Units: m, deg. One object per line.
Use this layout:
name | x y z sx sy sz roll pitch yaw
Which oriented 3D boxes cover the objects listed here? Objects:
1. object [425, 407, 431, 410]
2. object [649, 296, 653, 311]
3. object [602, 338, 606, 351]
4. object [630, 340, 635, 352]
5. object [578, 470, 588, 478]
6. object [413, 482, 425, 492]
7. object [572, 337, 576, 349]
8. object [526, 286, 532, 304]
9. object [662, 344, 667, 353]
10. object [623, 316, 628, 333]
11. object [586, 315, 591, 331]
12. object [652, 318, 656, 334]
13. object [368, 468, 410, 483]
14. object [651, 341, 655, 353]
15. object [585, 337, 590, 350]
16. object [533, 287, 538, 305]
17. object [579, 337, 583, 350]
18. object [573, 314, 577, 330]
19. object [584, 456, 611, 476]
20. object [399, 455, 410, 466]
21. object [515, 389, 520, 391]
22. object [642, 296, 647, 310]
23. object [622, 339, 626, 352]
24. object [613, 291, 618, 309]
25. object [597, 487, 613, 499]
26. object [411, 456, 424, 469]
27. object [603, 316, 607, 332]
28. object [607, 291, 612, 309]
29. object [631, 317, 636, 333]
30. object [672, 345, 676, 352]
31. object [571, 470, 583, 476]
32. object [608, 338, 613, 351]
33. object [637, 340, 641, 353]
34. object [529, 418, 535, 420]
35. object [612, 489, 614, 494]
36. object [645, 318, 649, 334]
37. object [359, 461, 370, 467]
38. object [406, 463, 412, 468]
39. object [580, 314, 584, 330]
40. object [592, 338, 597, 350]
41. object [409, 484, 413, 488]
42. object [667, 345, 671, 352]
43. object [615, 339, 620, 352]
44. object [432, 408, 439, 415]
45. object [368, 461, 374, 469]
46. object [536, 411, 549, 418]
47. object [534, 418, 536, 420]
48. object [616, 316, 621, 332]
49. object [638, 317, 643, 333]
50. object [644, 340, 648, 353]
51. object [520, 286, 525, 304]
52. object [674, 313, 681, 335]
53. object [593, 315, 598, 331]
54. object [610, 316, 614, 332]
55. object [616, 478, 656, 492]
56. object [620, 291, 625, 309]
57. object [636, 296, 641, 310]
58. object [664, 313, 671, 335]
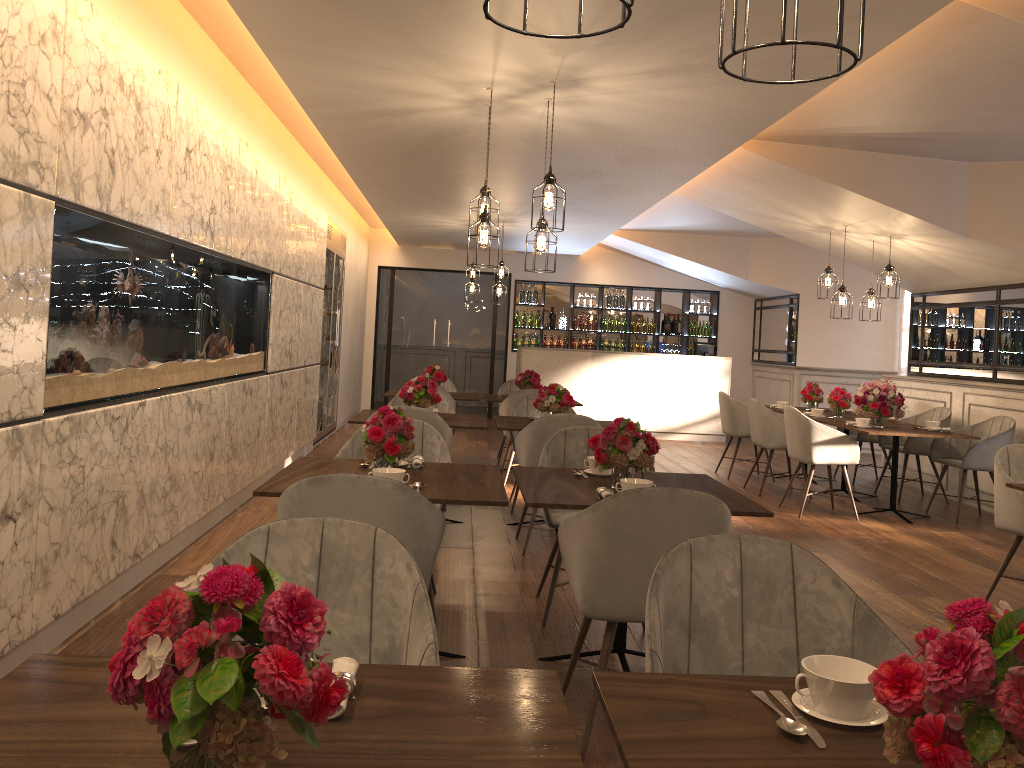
object | -0.669 0.180 6.428 0.148 0.072 0.148 5 3 39
object | 2.233 -1.291 14.213 0.070 0.236 0.041 3 0 -4
object | 1.474 -0.609 14.199 0.065 0.261 0.066 3 0 -25
object | 1.938 -0.586 14.225 0.065 0.261 0.066 3 0 -25
object | 0.314 0.395 3.879 0.022 0.004 0.211 3 3 -3
object | -0.351 0.386 3.277 0.043 0.015 0.197 3 3 0
object | 0.993 -0.632 14.171 0.065 0.261 0.066 3 0 -25
object | 0.273 -1.425 14.103 0.075 0.310 0.075 3 0 40
object | 2.453 -0.532 14.253 0.065 0.208 0.065 3 0 42
object | 1.824 -0.956 14.220 0.065 0.263 0.066 3 0 -25
object | 1.232 -0.984 14.186 0.065 0.261 0.066 3 0 -25
object | 2.287 -0.932 14.246 0.065 0.261 0.066 3 0 -25
object | -0.454 0.353 3.252 0.148 0.072 0.148 2 3 -26
object | 2.268 -0.570 14.243 0.065 0.261 0.066 3 0 -25
object | 1.213 -0.621 14.184 0.065 0.261 0.066 3 0 -25
object | 0.378 -1.420 14.109 0.075 0.310 0.075 3 0 44
object | 1.103 -0.627 14.178 0.065 0.261 0.066 3 0 -25
object | 1.012 -0.995 14.174 0.065 0.261 0.066 3 0 -25
object | 0.392 0.363 3.910 0.148 0.072 0.148 2 3 -26
object | -0.524 0.318 3.858 0.148 0.072 0.148 2 3 -26
object | 0.107 0.090 8.974 0.148 0.072 0.148 4 2 19
object | 2.132 -1.296 14.208 0.070 0.236 0.041 3 0 -4
object | 1.805 -0.593 14.217 0.065 0.261 0.066 3 0 -25
object | 1.666 -1.357 14.181 0.075 0.310 0.075 3 0 8
object | 0.348 0.409 3.297 0.056 0.039 0.176 3 3 -3
object | -0.411 0.341 3.865 0.056 0.039 0.176 3 3 -3
object | 1.493 -0.971 14.201 0.065 0.261 0.066 3 0 -25
object | 1.562 -1.362 14.175 0.075 0.310 0.075 3 0 29
object | 1.957 -0.948 14.227 0.065 0.261 0.066 3 0 -25
object | 2.608 -0.525 14.262 0.065 0.208 0.065 3 0 42
object | 0.279 0.388 3.884 0.043 0.015 0.197 3 3 -7
object | 1.585 -0.603 14.205 0.065 0.261 0.066 3 0 -25
object | 2.048 -0.581 14.231 0.065 0.261 0.066 3 0 -25
object | 0.134 0.249 6.453 0.043 0.015 0.197 3 3 -7
object | 0.382 0.417 3.309 0.025 0.024 0.193 3 3 -3
object | 2.177 -0.938 14.240 0.065 0.261 0.066 3 0 -25
object | -0.637 0.343 3.832 0.043 0.015 0.197 3 3 -7
object | -0.445 0.347 3.853 0.025 0.024 0.193 3 3 -3
object | 1.122 -0.989 14.180 0.065 0.261 0.066 3 0 -25
object | 1.324 -0.616 14.190 0.065 0.261 0.066 3 0 -25
object | -0.379 0.390 3.283 0.022 0.004 0.211 3 3 -3
object | 2.531 -0.528 14.258 0.065 0.208 0.065 3 0 42
object | 1.695 -0.598 14.211 0.065 0.261 0.066 3 0 -25
object | -0.556 0.202 6.434 0.056 0.039 0.176 3 3 -3
object | -0.602 0.351 3.827 0.022 0.004 0.211 3 3 -3
object | 0.247 0.224 6.479 0.148 0.072 0.148 5 3 39
object | 0.169 0.256 6.449 0.022 0.004 0.211 3 3 -3
object | 1.714 -0.961 14.213 0.065 0.263 0.066 3 0 -25
object | 2.067 -0.943 14.233 0.065 0.261 0.066 3 0 -25
object | 2.158 -0.575 14.237 0.065 0.261 0.066 3 0 -25
object | 0.169 -1.430 14.097 0.075 0.310 0.075 3 0 22
object | 2.664 -0.963 14.242 0.104 0.359 0.103 3 0 24
object | 1.342 -0.978 14.193 0.065 0.261 0.066 3 0 -25
object | 1.603 -0.967 14.207 0.065 0.263 0.066 3 0 -25
object | 0.463 0.398 3.304 0.148 0.072 0.148 2 3 -26
object | 1.770 -1.352 14.187 0.075 0.310 0.075 3 0 8
object | 2.032 -1.301 14.202 0.070 0.236 0.041 3 0 -4
object | 2.507 -0.969 14.236 0.104 0.360 0.104 3 0 -41
